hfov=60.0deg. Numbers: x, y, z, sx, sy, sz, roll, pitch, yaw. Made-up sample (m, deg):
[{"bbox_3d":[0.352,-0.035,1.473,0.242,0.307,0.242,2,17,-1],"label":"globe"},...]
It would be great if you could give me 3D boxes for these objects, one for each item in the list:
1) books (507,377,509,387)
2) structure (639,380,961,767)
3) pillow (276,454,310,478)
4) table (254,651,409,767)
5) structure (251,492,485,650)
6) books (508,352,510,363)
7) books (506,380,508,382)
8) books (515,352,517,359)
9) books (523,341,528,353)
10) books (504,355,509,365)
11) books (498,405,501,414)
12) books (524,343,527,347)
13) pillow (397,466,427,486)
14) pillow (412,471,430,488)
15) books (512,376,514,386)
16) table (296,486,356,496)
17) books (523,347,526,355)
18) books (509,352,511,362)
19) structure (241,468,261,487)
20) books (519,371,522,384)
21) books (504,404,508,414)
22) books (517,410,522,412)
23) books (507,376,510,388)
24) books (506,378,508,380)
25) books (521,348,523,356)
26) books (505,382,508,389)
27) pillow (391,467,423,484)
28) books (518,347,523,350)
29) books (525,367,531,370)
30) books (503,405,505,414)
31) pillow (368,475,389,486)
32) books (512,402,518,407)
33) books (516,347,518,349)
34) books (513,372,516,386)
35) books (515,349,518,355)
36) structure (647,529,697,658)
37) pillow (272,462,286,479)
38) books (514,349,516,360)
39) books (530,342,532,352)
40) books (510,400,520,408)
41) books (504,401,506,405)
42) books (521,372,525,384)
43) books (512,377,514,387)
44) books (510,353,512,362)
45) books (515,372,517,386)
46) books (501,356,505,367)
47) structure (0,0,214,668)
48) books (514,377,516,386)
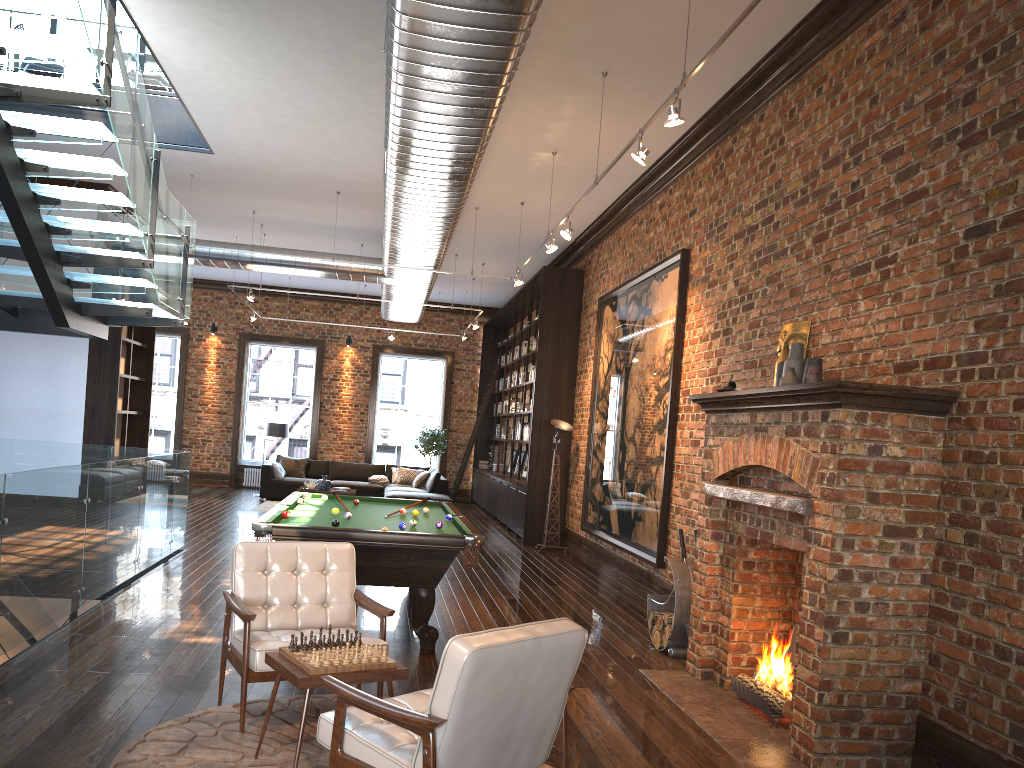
[{"bbox_3d":[-0.003,-0.002,18.293,0.174,0.280,0.128,4,1,-9],"label":"books"},{"bbox_3d":[1.505,0.999,5.208,0.888,1.908,1.998,4,-1,-8],"label":"structure"},{"bbox_3d":[-4.383,1.633,17.547,0.701,0.440,0.304,5,0,-8],"label":"pillow"},{"bbox_3d":[-0.784,1.446,3.860,0.518,0.495,0.461,5,-1,-33],"label":"table"},{"bbox_3d":[-1.179,1.451,7.296,1.554,0.851,2.957,5,-3,-8],"label":"structure"},{"bbox_3d":[0.027,-0.509,18.317,0.188,0.280,0.028,4,1,-9],"label":"books"},{"bbox_3d":[-0.084,0.038,18.800,0.166,0.250,0.079,4,1,-9],"label":"books"},{"bbox_3d":[0.160,-0.522,17.296,0.187,0.200,0.030,4,1,-9],"label":"books"},{"bbox_3d":[0.299,-0.626,16.467,0.186,0.329,0.069,4,1,-9],"label":"books"},{"bbox_3d":[-0.066,-0.483,18.840,0.190,0.280,0.017,4,1,-9],"label":"books"},{"bbox_3d":[-0.182,0.561,19.055,0.232,0.225,0.024,5,1,-9],"label":"books"},{"bbox_3d":[0.312,-0.605,16.323,0.180,0.271,0.011,4,1,-9],"label":"books"},{"bbox_3d":[-2.001,1.842,17.692,0.611,0.362,0.288,5,-1,-5],"label":"pillow"},{"bbox_3d":[-1.767,1.867,17.256,0.314,0.355,0.629,4,-2,-9],"label":"pillow"},{"bbox_3d":[0.086,-0.040,17.654,0.178,0.286,0.087,4,1,-9],"label":"books"},{"bbox_3d":[-3.316,2.067,15.882,1.001,0.345,1.001,5,-3,-8],"label":"table"},{"bbox_3d":[0.308,-0.573,16.290,0.193,0.202,0.027,4,1,-9],"label":"books"},{"bbox_3d":[0.040,-0.511,18.223,0.183,0.275,0.013,4,1,-9],"label":"books"},{"bbox_3d":[-5.244,2.078,19.439,1.302,0.396,0.215,5,0,-9],"label":"structure"},{"bbox_3d":[0.236,-0.094,16.591,0.190,0.284,0.013,4,1,-9],"label":"books"},{"bbox_3d":[-0.038,0.524,18.087,0.236,0.202,0.046,5,1,-9],"label":"books"},{"bbox_3d":[0.232,0.503,16.262,0.244,0.025,0.160,5,-3,-10],"label":"books"},{"bbox_3d":[0.004,-0.008,18.232,0.174,0.283,0.113,4,1,-9],"label":"books"},{"bbox_3d":[-0.092,0.024,18.871,0.191,0.281,0.006,4,1,-9],"label":"books"},{"bbox_3d":[0.245,-0.565,16.873,0.143,0.251,0.078,4,1,-9],"label":"books"},{"bbox_3d":[-0.091,0.056,18.779,0.185,0.210,0.069,4,1,-9],"label":"books"},{"bbox_3d":[-2.102,1.871,17.859,0.704,0.338,0.269,5,-1,-8],"label":"pillow"},{"bbox_3d":[0.205,-0.575,17.098,0.176,0.289,0.030,4,1,-9],"label":"books"},{"bbox_3d":[0.315,-0.137,16.206,0.156,0.335,0.014,4,1,-9],"label":"books"},{"bbox_3d":[-0.082,0.547,18.464,0.192,0.196,0.034,4,1,-9],"label":"books"},{"bbox_3d":[-2.647,1.908,17.568,0.409,0.204,0.610,5,-3,-10],"label":"pillow"},{"bbox_3d":[0.072,0.488,17.605,0.148,0.233,0.036,4,1,-9],"label":"books"},{"bbox_3d":[0.161,-0.567,17.490,0.166,0.316,0.016,4,1,-9],"label":"books"},{"bbox_3d":[0.128,-0.067,17.388,0.183,0.314,0.013,4,1,-9],"label":"books"},{"bbox_3d":[0.161,-0.551,17.358,0.192,0.267,0.016,4,1,-9],"label":"books"},{"bbox_3d":[1.392,1.567,6.652,0.538,0.920,0.926,4,-1,-8],"label":"structure"},{"bbox_3d":[-4.503,1.675,17.140,0.244,0.305,0.573,4,-2,-8],"label":"pillow"},{"bbox_3d":[0.140,-0.545,17.526,0.172,0.273,0.059,4,1,-9],"label":"books"},{"bbox_3d":[0.376,-0.617,15.929,0.191,0.255,0.061,4,1,-9],"label":"books"},{"bbox_3d":[0.049,0.461,17.653,0.189,0.287,0.013,4,1,-9],"label":"books"},{"bbox_3d":[-0.081,0.504,18.498,0.185,0.286,0.035,4,1,-9],"label":"books"},{"bbox_3d":[0.296,-0.091,16.143,0.272,0.241,0.083,5,1,-9],"label":"books"},{"bbox_3d":[0.110,-0.021,17.454,0.191,0.226,0.025,4,1,-9],"label":"books"},{"bbox_3d":[0.062,-0.506,18.102,0.178,0.255,0.036,4,1,-9],"label":"books"},{"bbox_3d":[0.159,-0.072,17.194,0.175,0.303,0.067,4,1,-9],"label":"books"},{"bbox_3d":[-0.115,-0.460,19.048,0.235,0.252,0.028,4,1,-9],"label":"books"},{"bbox_3d":[-4.584,-0.222,6.143,3.579,14.508,7.034,4,0,-8],"label":"structure"},{"bbox_3d":[0.139,-0.023,17.314,0.182,0.218,0.034,4,1,-9],"label":"books"}]
